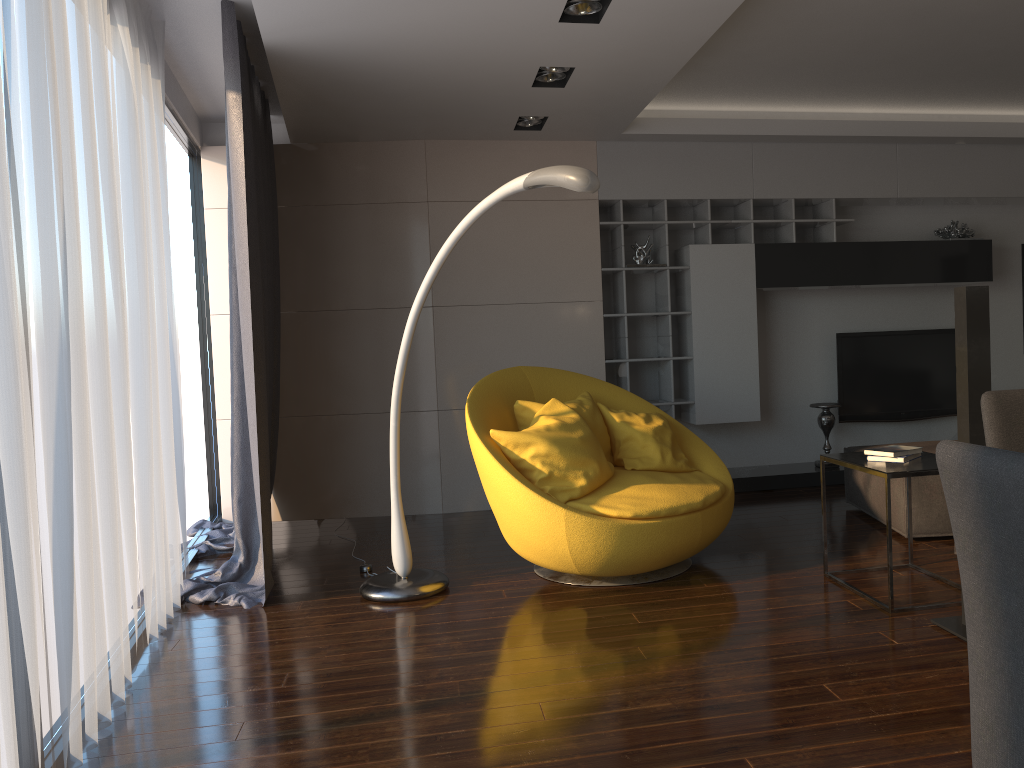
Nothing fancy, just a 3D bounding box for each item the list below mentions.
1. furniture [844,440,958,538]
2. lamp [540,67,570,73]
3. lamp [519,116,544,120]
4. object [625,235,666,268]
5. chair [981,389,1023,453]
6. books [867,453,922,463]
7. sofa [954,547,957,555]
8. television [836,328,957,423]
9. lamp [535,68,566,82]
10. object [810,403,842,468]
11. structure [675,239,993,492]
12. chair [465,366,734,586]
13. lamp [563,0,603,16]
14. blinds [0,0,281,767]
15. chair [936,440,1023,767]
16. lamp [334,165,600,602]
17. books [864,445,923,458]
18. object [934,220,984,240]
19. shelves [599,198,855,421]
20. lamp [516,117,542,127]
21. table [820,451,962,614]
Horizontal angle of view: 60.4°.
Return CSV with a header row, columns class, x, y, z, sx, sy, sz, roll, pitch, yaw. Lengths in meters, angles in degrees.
class,x,y,z,sx,sy,sz,roll,pitch,yaw
furniture,2.616,0.564,5.139,1.098,0.439,1.094,-2,3,1
lamp,0.218,-1.635,4.484,0.174,0.077,0.180,-2,3,10
lamp,0.123,-1.675,5.430,0.174,0.077,0.180,-2,3,10
object,0.924,-0.940,6.293,0.290,0.227,0.279,-3,3,-9
chair,1.390,0.502,1.969,0.436,0.964,0.561,-3,2,-8
books,1.667,0.313,3.831,0.154,0.023,0.244,0,4,41
sofa,3.335,0.434,4.522,2.487,0.703,2.735,-2,3,2
television,3.047,-0.063,6.936,1.124,0.714,0.141,-3,2,-11
lamp,0.200,-1.642,4.661,0.176,0.077,0.177,-2,3,3
object,2.362,0.384,6.601,0.247,0.475,0.232,-3,2,-17
structure,2.723,-0.181,6.693,2.945,1.766,0.470,-3,2,-11
chair,0.470,0.404,4.421,1.603,1.005,1.074,-5,3,-42
lamp,0.295,-1.602,3.717,0.176,0.077,0.177,-2,3,3
blinds,-1.042,-0.371,2.247,0.770,2.893,7.274,-3,3,-13
chair,0.940,0.555,1.200,0.583,0.964,0.419,-3,2,-10
lamp,-0.830,0.050,4.806,0.610,1.779,4.037,-4,3,-28
books,1.655,0.291,3.818,0.216,0.022,0.147,-4,3,-33
object,3.462,-1.192,6.874,0.329,0.177,0.318,-3,3,-9
shelves,1.579,-0.530,6.497,1.962,1.600,0.371,-3,2,-11
lamp,0.105,-1.682,5.606,0.176,0.077,0.177,-2,3,3
table,1.684,0.606,3.812,0.459,0.563,0.590,-3,3,-8
